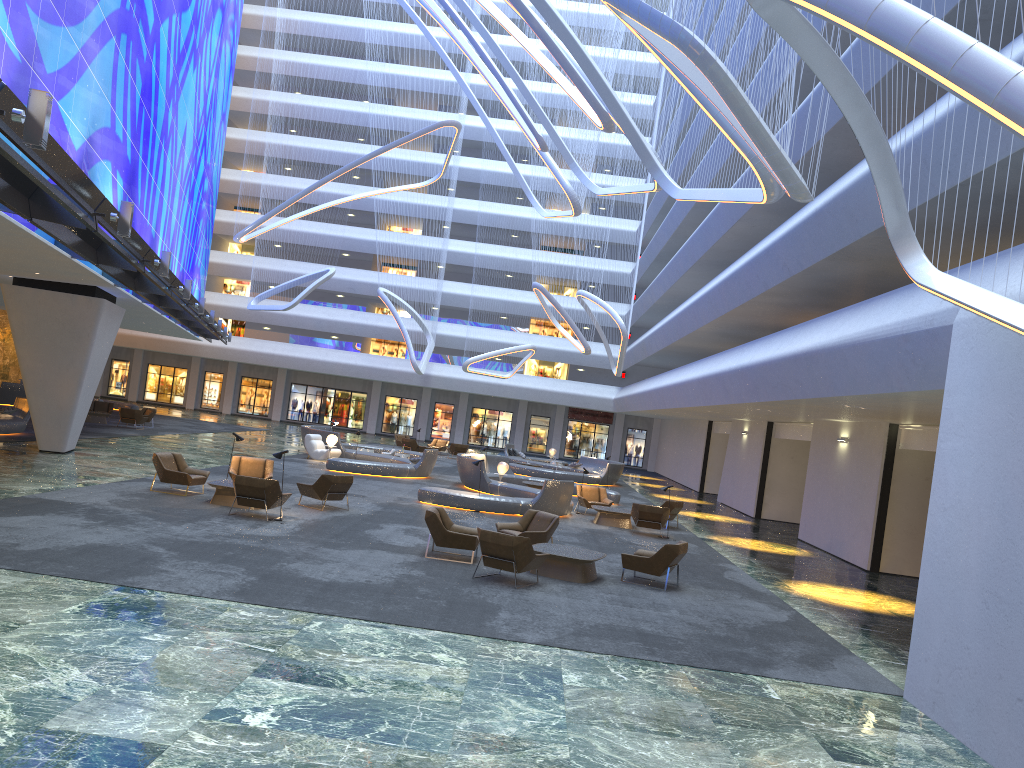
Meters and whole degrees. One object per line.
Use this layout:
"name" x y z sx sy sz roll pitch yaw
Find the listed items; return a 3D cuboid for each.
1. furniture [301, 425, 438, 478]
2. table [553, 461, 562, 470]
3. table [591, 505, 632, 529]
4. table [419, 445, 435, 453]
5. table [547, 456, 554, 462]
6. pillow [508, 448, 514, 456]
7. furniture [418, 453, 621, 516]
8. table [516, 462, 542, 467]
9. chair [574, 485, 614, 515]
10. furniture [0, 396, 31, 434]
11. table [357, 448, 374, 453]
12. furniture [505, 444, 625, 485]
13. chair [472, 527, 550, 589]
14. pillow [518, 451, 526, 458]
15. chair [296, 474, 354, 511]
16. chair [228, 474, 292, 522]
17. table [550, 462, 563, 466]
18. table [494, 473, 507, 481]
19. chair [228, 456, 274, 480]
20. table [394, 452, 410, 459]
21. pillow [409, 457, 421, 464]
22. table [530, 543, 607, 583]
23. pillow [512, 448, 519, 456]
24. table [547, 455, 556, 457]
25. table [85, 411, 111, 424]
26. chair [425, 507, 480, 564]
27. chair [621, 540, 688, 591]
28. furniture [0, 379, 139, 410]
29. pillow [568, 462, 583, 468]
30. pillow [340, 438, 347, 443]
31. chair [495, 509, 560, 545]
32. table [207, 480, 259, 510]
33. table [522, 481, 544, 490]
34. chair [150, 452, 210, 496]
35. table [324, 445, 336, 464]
"furniture" -5.374 2.365 32.161 5.188 0.969 9.927 8 -2 -6
"table" 2.032 3.843 40.440 0.418 0.595 0.428 8 -1 -2
"table" 2.621 3.436 22.881 1.203 0.392 1.204 8 -2 1
"table" -4.409 3.154 42.185 1.200 0.392 1.206 6 -2 37
"table" 1.974 3.998 45.211 0.419 0.595 0.427 8 -1 -44
"pillow" -0.019 3.413 44.379 0.295 0.369 0.770 7 -2 15
"furniture" -0.003 2.886 26.311 5.178 0.969 9.945 7 -2 19
"table" 0.726 3.750 39.493 1.203 0.392 1.204 8 -2 2
"chair" 2.257 3.269 24.740 0.930 0.766 0.938 8 -1 -15
"furniture" -18.848 0.350 26.047 9.913 0.969 5.195 7 -2 19
"table" -5.710 2.711 34.362 0.672 0.406 0.672 7 -2 21
"furniture" 2.245 3.698 41.284 5.186 0.969 9.930 8 -2 -1
"chair" -0.042 2.567 13.203 0.927 0.766 0.941 7 -1 29
"pillow" 0.393 3.547 44.692 0.872 0.280 0.686 6 -2 39
"chair" -3.903 2.235 18.623 0.937 0.766 0.931 7 -1 35
"chair" -4.626 2.055 16.194 0.929 0.766 0.939 7 -1 8
"table" 2.176 4.092 43.829 0.671 0.406 0.673 8 -1 -2
"table" -0.385 3.069 27.262 0.418 0.595 0.428 8 -1 1
"chair" -5.707 2.018 19.362 0.930 0.766 0.938 8 -1 -15
"table" -4.225 2.918 34.593 0.675 0.406 0.670 9 -2 -36
"pillow" -2.981 2.551 29.462 0.692 0.262 0.878 7 -2 10
"table" 0.873 2.913 14.424 1.201 0.392 1.205 7 -2 20
"pillow" 0.191 3.418 44.407 0.314 0.386 0.786 7 -2 17
"table" 2.042 4.059 46.477 0.418 0.595 0.427 8 -1 -24
"table" -16.353 1.293 34.592 1.206 0.392 1.201 9 -2 -34
"chair" -0.973 2.491 14.642 0.938 0.766 0.930 8 -1 4
"chair" 2.349 2.938 14.673 0.937 0.766 0.931 7 -1 26
"furniture" -22.294 0.419 41.582 5.178 0.969 9.945 7 -2 19
"pillow" 2.932 3.739 41.031 0.694 0.262 0.875 9 -2 -36
"pillow" -7.011 2.301 36.066 0.444 0.207 0.444 9 -2 -37
"chair" 0.293 2.712 16.134 0.941 0.766 0.927 8 -1 -36
"table" -5.343 2.185 17.504 1.203 0.392 1.204 8 -2 2
"table" 0.897 3.389 28.263 1.203 0.392 1.204 8 -2 2
"chair" -6.764 1.830 18.016 0.938 0.766 0.930 7 -1 10
"table" -6.166 2.384 29.898 0.418 0.595 0.427 8 -1 -24
